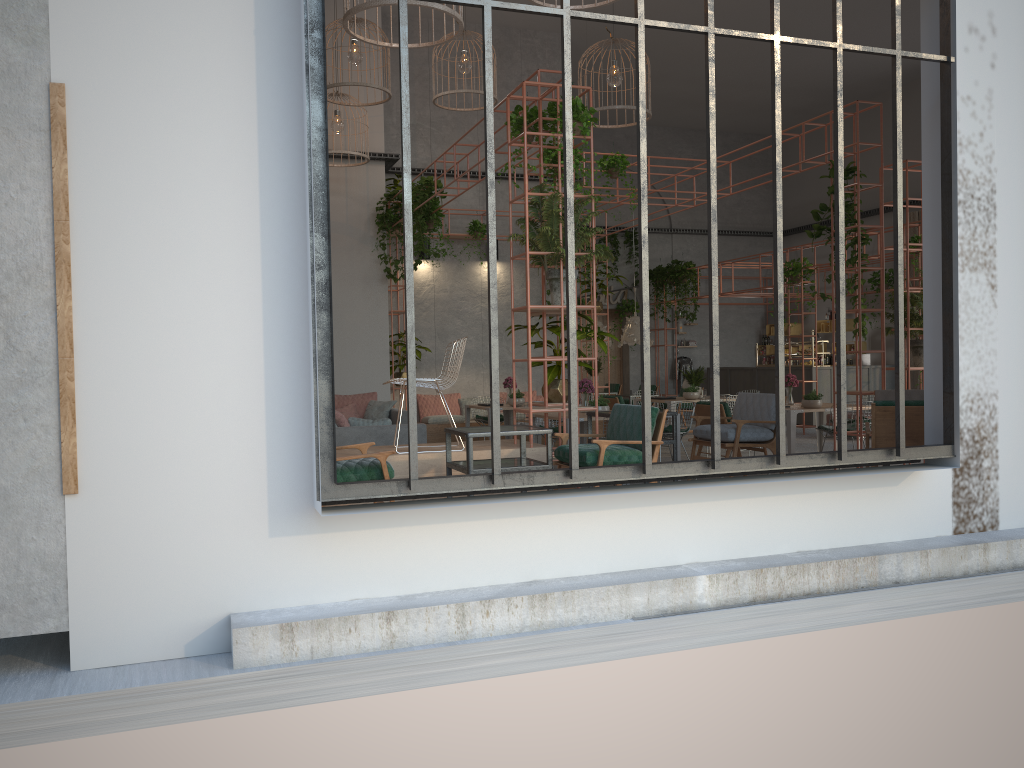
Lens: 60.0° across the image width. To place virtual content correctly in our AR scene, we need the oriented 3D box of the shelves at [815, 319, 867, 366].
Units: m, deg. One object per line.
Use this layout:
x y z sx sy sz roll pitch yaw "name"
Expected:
7.486 -0.571 20.589 0.328 1.838 1.750 -2 1 -19 "shelves"

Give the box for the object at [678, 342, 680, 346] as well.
4.221 -1.039 22.428 0.055 0.164 0.092 -1 1 -1 "object"

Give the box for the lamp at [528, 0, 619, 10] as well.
0.475 -4.842 6.914 0.883 3.476 0.883 0 2 33 "lamp"

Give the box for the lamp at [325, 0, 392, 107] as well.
-1.976 -5.307 10.959 0.883 3.476 0.883 0 2 33 "lamp"

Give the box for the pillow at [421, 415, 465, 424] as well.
-1.129 0.587 14.616 0.637 0.149 0.491 -2 1 -18 "pillow"

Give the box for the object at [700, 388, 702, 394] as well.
2.952 0.136 14.326 0.165 0.154 0.210 -2 2 -30 "object"

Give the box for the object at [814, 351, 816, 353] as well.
6.453 -0.694 18.993 0.132 0.051 0.099 -2 1 -22 "object"

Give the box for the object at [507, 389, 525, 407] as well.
0.057 0.194 12.516 0.248 0.247 0.254 -2 1 -19 "object"

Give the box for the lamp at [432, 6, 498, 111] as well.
-0.673 -5.578 12.044 0.883 3.476 0.883 0 2 33 "lamp"

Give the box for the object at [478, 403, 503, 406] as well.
-0.315 0.299 12.932 0.268 0.031 0.427 -2 1 -19 "object"

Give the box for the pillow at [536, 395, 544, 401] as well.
0.618 0.387 15.657 0.666 0.385 0.289 -2 2 -24 "pillow"

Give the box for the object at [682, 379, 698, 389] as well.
2.851 0.070 14.204 0.241 0.313 0.241 -1 2 26 "object"

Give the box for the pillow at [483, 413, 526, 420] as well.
-0.141 0.558 14.965 0.637 0.149 0.491 -2 1 -18 "pillow"

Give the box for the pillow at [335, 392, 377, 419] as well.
-2.271 0.360 12.353 0.836 0.476 0.273 -2 1 -19 "pillow"

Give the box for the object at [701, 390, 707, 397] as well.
3.057 0.152 14.136 0.095 0.119 0.095 -1 1 5 "object"

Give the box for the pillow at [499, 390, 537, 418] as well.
0.017 0.357 15.420 0.839 0.474 0.276 -1 1 1 "pillow"

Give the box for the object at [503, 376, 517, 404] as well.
-0.027 0.094 13.241 0.213 0.414 0.225 -2 2 -27 "object"

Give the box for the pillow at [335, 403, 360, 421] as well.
-2.292 0.433 12.063 0.479 0.317 0.441 -2 2 -38 "pillow"

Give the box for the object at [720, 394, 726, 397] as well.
3.297 0.187 14.101 0.218 0.041 0.218 -1 1 -11 "object"

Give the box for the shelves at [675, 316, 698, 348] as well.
4.421 -1.319 22.464 0.560 0.790 0.186 -2 1 -19 "shelves"

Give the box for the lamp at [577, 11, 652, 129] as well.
1.209 -4.949 10.700 0.883 3.476 0.883 0 2 33 "lamp"

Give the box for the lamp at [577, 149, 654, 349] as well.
1.736 -2.754 18.651 0.704 4.052 4.456 -2 1 -19 "lamp"

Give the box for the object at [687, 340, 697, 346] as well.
4.569 -1.037 22.539 0.219 0.149 0.129 -2 1 -19 "object"

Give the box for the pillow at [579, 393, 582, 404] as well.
1.101 0.311 16.474 0.276 0.474 0.839 -2 2 -29 "pillow"

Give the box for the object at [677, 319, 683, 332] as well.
4.238 -1.476 22.410 0.136 0.336 0.145 -1 1 -5 "object"

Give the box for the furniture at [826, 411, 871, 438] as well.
6.311 0.725 15.865 0.941 0.446 0.976 -2 1 -19 "furniture"

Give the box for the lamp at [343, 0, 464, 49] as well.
-0.836 -4.370 6.513 0.883 3.476 0.883 0 2 33 "lamp"

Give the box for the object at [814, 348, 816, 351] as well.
6.407 -0.732 18.925 0.142 0.087 0.094 -1 1 -12 "object"

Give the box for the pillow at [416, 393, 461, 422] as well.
-1.204 0.392 15.035 0.839 0.474 0.276 -2 2 -29 "pillow"

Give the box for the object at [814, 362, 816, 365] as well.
6.445 -0.451 19.017 0.240 0.104 0.073 -2 2 -38 "object"

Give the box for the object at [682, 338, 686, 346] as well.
4.366 -1.063 22.466 0.081 0.204 0.081 -2 1 -19 "object"

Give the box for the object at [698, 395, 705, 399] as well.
2.919 0.194 13.694 0.115 0.078 0.115 -2 1 -14 "object"

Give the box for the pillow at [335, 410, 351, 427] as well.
-1.798 0.453 9.320 0.289 0.385 0.666 -2 1 -19 "pillow"

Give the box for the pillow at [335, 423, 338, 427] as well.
-1.945 0.425 9.282 0.276 0.474 0.839 -2 1 -19 "pillow"

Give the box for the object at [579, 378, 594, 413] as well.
0.886 0.138 10.658 0.213 0.414 0.225 -2 2 -27 "object"

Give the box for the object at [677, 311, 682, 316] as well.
4.228 -1.779 22.394 0.133 0.145 0.133 0 2 32 "object"

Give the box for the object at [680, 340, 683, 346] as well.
4.289 -1.034 22.431 0.063 0.151 0.063 -2 2 -33 "object"

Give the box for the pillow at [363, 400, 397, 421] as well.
-1.849 0.402 12.161 0.495 0.349 0.308 0 2 30 "pillow"

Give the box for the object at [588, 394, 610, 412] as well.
0.969 0.237 9.938 0.247 0.247 0.252 -2 1 -20 "object"

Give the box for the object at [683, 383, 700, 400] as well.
2.718 0.116 13.455 0.248 0.247 0.254 -2 1 -19 "object"

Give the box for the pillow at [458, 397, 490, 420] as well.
-0.591 0.423 15.230 0.666 0.385 0.289 -2 2 -24 "pillow"

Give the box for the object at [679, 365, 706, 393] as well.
2.849 -0.039 13.875 0.438 0.527 0.368 -2 1 -19 "object"

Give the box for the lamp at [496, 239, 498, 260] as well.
-0.338 -2.847 15.264 0.179 1.425 0.185 -2 1 -20 "lamp"

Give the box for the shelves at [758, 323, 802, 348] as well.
6.846 -0.601 22.399 0.328 1.838 1.750 -2 1 -19 "shelves"

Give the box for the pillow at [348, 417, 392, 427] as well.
-1.435 0.499 9.198 0.499 0.324 0.307 -1 1 16 "pillow"

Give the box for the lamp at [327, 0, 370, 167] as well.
-2.506 -4.916 12.560 0.883 3.476 0.883 0 2 33 "lamp"

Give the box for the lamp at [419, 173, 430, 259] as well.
-1.476 -2.813 14.862 0.179 1.425 0.185 -2 1 -20 "lamp"
